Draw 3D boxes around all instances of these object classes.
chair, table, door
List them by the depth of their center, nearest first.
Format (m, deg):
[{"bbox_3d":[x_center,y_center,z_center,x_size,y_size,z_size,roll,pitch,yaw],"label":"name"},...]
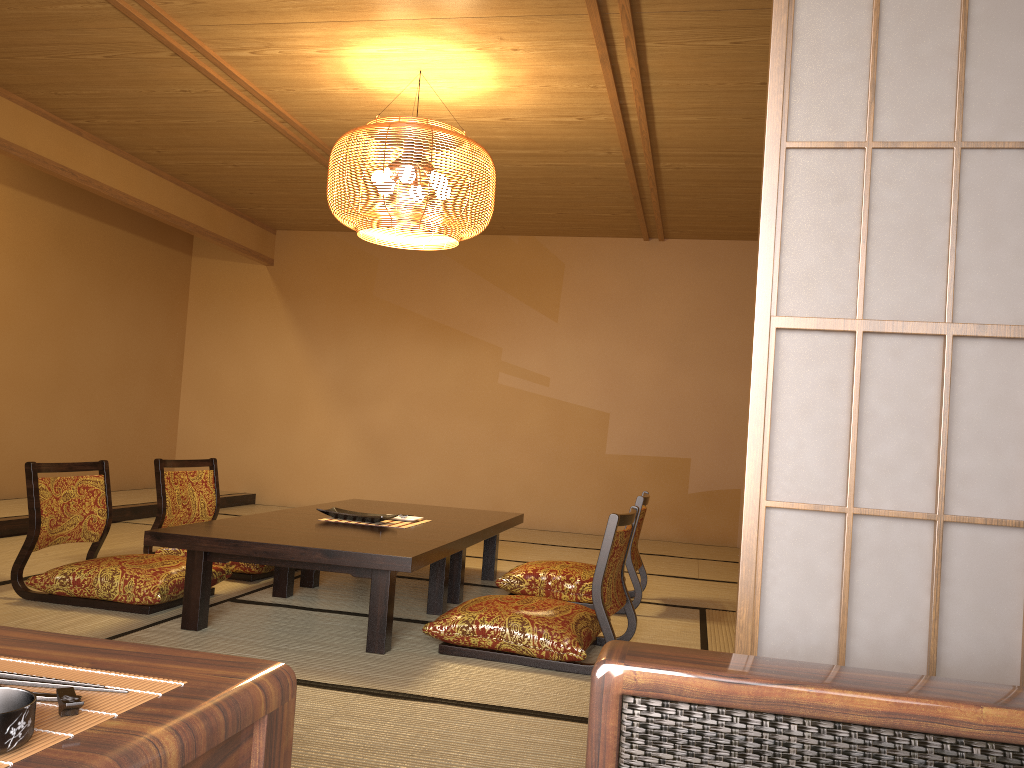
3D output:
[{"bbox_3d":[0.445,0.471,0.657,0.943,0.779,0.873,3,-3,12],"label":"chair"},{"bbox_3d":[-0.586,0.545,0.827,0.540,0.500,0.541,3,-3,12],"label":"table"},{"bbox_3d":[0.881,-0.045,1.360,0.992,1.932,0.040,3,-2,12],"label":"door"},{"bbox_3d":[0.104,0.709,3.285,0.686,0.546,0.583,3,-3,16],"label":"chair"},{"bbox_3d":[-0.730,0.761,3.524,0.994,0.356,0.996,3,-3,12],"label":"table"},{"bbox_3d":[-1.600,0.616,3.701,0.699,0.546,0.583,3,-3,11],"label":"chair"},{"bbox_3d":[0.316,0.784,4.350,0.699,0.546,0.583,3,-3,11],"label":"chair"},{"bbox_3d":[-0.532,0.829,4.497,0.994,0.356,0.996,3,-3,12],"label":"table"},{"bbox_3d":[-1.433,0.674,4.536,0.686,0.546,0.583,3,-3,16],"label":"chair"}]

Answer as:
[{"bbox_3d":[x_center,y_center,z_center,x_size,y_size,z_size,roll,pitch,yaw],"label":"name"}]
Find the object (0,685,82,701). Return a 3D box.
[{"bbox_3d":[-0.480,0.288,0.850,0.130,0.026,0.038,4,-3,-4],"label":"object"}]

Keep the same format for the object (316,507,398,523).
[{"bbox_3d":[-0.690,0.587,3.946,0.349,0.039,0.129,2,-3,25],"label":"object"}]

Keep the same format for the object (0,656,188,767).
[{"bbox_3d":[-0.570,0.296,0.837,0.401,0.003,0.300,3,-3,12],"label":"object"}]

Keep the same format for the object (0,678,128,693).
[{"bbox_3d":[-0.500,0.300,0.894,0.230,0.007,0.006,4,-3,1],"label":"object"}]

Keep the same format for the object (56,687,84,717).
[{"bbox_3d":[-0.408,0.296,0.818,0.015,0.018,0.050,6,-4,-36],"label":"object"}]

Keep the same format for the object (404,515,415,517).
[{"bbox_3d":[-0.488,0.621,4.174,0.006,0.030,0.229,4,-3,9],"label":"object"}]

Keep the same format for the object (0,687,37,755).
[{"bbox_3d":[-0.439,0.279,0.728,0.084,0.037,0.084,1,-4,40],"label":"object"}]

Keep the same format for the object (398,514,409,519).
[{"bbox_3d":[-0.504,0.615,4.103,0.050,0.018,0.015,3,-3,9],"label":"object"}]

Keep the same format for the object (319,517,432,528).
[{"bbox_3d":[-0.611,0.617,4.014,0.401,0.003,0.399,3,-3,12],"label":"object"}]

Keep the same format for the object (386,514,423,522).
[{"bbox_3d":[-0.513,0.620,4.090,0.180,0.014,0.130,3,-3,14],"label":"object"}]

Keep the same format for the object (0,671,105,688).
[{"bbox_3d":[-0.528,0.299,0.916,0.230,0.007,0.006,4,-3,7],"label":"object"}]

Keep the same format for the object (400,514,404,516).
[{"bbox_3d":[-0.505,0.619,4.174,0.006,0.030,0.229,4,-3,4],"label":"object"}]

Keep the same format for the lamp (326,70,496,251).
[{"bbox_3d":[-0.466,-1.100,4.247,0.798,0.825,0.799,2,-3,36],"label":"lamp"}]
